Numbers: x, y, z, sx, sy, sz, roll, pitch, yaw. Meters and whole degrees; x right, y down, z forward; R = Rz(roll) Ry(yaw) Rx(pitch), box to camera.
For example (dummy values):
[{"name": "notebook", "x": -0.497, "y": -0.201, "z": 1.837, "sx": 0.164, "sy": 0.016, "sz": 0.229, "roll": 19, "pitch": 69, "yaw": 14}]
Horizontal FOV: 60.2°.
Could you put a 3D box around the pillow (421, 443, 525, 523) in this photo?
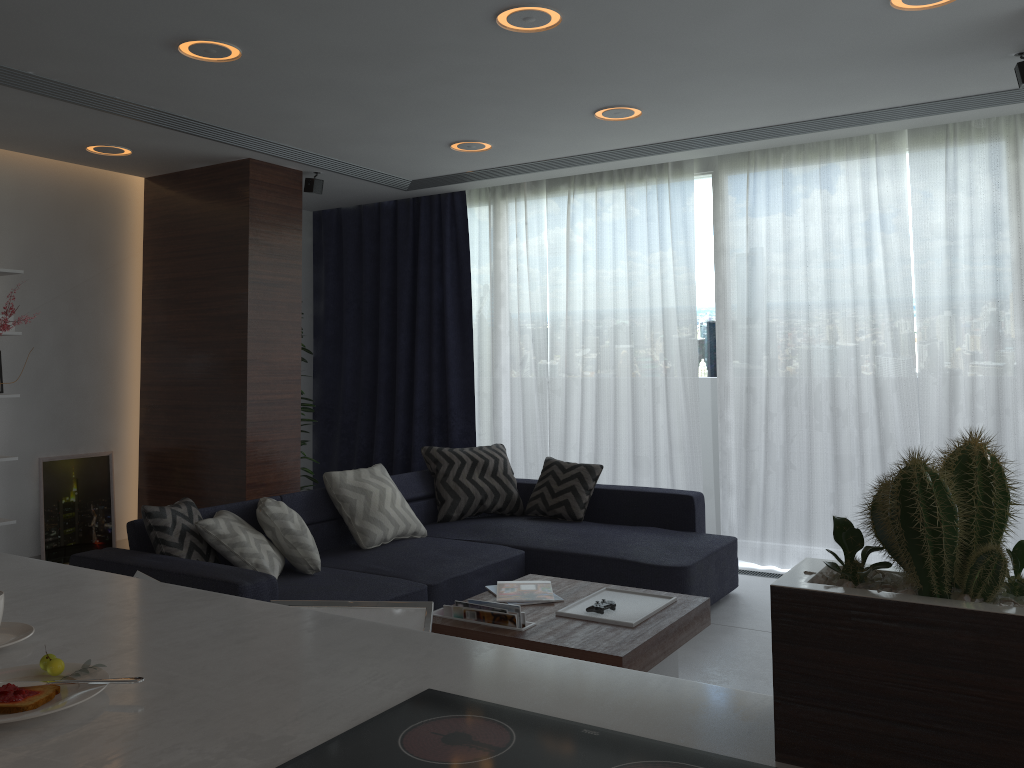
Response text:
[{"name": "pillow", "x": -0.240, "y": 0.646, "z": 5.486, "sx": 0.597, "sy": 0.521, "sz": 0.354, "roll": 0, "pitch": -2, "yaw": -28}]

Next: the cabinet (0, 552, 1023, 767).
[{"name": "cabinet", "x": -0.314, "y": -0.069, "z": 1.243, "sx": 3.330, "sy": 2.565, "sz": 0.783, "roll": -1, "pitch": -3, "yaw": 32}]

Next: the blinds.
[{"name": "blinds", "x": -0.162, "y": -0.220, "z": 3.375, "sx": 7.125, "sy": 2.785, "sz": 5.790, "roll": 0, "pitch": 0, "yaw": 35}]

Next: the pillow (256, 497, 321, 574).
[{"name": "pillow", "x": -1.035, "y": 0.691, "z": 4.085, "sx": 0.280, "sy": 0.353, "sz": 0.417, "roll": 0, "pitch": -1, "yaw": -15}]

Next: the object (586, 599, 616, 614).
[{"name": "object", "x": 0.326, "y": 0.803, "z": 3.201, "sx": 0.070, "sy": 0.036, "sz": 0.112, "roll": -1, "pitch": 0, "yaw": 45}]

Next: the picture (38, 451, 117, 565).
[{"name": "picture", "x": -2.767, "y": 0.803, "z": 5.644, "sx": 0.083, "sy": 0.702, "sz": 0.499, "roll": -3, "pitch": -3, "yaw": 32}]

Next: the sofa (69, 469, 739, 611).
[{"name": "sofa", "x": -0.219, "y": 0.848, "z": 4.254, "sx": 1.896, "sy": 0.611, "sz": 2.868, "roll": 0, "pitch": 1, "yaw": 32}]

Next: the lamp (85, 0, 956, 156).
[{"name": "lamp", "x": -1.621, "y": -1.291, "z": 0.829, "sx": 5.341, "sy": 0.085, "sz": 9.565, "roll": 0, "pitch": 1, "yaw": 18}]

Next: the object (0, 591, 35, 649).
[{"name": "object", "x": -0.917, "y": 0.406, "z": 1.507, "sx": 0.182, "sy": 0.087, "sz": 0.181, "roll": -1, "pitch": 0, "yaw": 8}]

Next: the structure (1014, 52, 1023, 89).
[{"name": "structure", "x": 2.218, "y": -1.347, "z": 3.780, "sx": 0.114, "sy": 0.143, "sz": 0.084, "roll": -1, "pitch": -3, "yaw": 22}]

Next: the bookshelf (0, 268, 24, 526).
[{"name": "bookshelf", "x": -3.262, "y": 0.263, "z": 4.665, "sx": 0.299, "sy": 1.829, "sz": 1.147, "roll": -3, "pitch": -3, "yaw": 32}]

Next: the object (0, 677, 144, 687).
[{"name": "object", "x": -0.657, "y": 0.432, "z": 1.278, "sx": 0.248, "sy": 0.008, "sz": 0.026, "roll": -1, "pitch": 1, "yaw": 1}]

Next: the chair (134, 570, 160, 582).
[{"name": "chair", "x": -1.009, "y": 0.846, "z": 1.981, "sx": 0.463, "sy": 0.712, "sz": 0.395, "roll": 2, "pitch": -4, "yaw": -41}]

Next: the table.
[{"name": "table", "x": 0.207, "y": 0.990, "z": 3.241, "sx": 0.804, "sy": 0.354, "sz": 0.799, "roll": 0, "pitch": 0, "yaw": 32}]

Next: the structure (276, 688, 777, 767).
[{"name": "structure", "x": 0.071, "y": 0.460, "z": 0.867, "sx": 0.763, "sy": 0.057, "sz": 0.503, "roll": 0, "pitch": 1, "yaw": 32}]

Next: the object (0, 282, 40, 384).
[{"name": "object", "x": -1.316, "y": 0.072, "z": 2.182, "sx": 0.198, "sy": 0.738, "sz": 0.386, "roll": -1, "pitch": -3, "yaw": 13}]

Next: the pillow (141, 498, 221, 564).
[{"name": "pillow", "x": -1.364, "y": 0.673, "z": 3.694, "sx": 0.221, "sy": 0.387, "sz": 0.414, "roll": -1, "pitch": -1, "yaw": 2}]

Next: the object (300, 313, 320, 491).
[{"name": "object", "x": -1.634, "y": 0.203, "z": 6.427, "sx": 0.503, "sy": 1.855, "sz": 0.480, "roll": -1, "pitch": -4, "yaw": 0}]

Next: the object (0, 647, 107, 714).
[{"name": "object", "x": -0.633, "y": 0.352, "z": 0.425, "sx": 0.140, "sy": 0.222, "sz": 1.873, "roll": 0, "pitch": 1, "yaw": -3}]

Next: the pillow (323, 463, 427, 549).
[{"name": "pillow", "x": -0.729, "y": 0.646, "z": 4.699, "sx": 0.342, "sy": 0.390, "sz": 0.494, "roll": -2, "pitch": -1, "yaw": 32}]

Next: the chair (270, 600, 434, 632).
[{"name": "chair", "x": -0.360, "y": 0.845, "z": 1.731, "sx": 0.396, "sy": 0.712, "sz": 0.462, "roll": -1, "pitch": -3, "yaw": 4}]

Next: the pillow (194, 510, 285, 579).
[{"name": "pillow", "x": -1.162, "y": 0.704, "z": 3.829, "sx": 0.330, "sy": 0.296, "sz": 0.414, "roll": 0, "pitch": -1, "yaw": -6}]

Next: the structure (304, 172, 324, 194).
[{"name": "structure", "x": -1.339, "y": -1.353, "z": 5.969, "sx": 0.114, "sy": 0.143, "sz": 0.084, "roll": -2, "pitch": -3, "yaw": 37}]

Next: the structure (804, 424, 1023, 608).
[{"name": "structure", "x": 0.797, "y": 0.118, "z": 0.876, "sx": 0.999, "sy": 0.287, "sz": 0.222, "roll": 0, "pitch": -2, "yaw": 34}]

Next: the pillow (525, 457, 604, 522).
[{"name": "pillow", "x": 0.309, "y": 0.633, "z": 5.332, "sx": 0.414, "sy": 0.346, "sz": 0.285, "roll": -1, "pitch": -2, "yaw": 37}]

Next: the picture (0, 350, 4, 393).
[{"name": "picture", "x": -3.097, "y": -0.071, "z": 5.201, "sx": 0.059, "sy": 0.257, "sz": 0.181, "roll": -3, "pitch": -3, "yaw": 32}]

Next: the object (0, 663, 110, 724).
[{"name": "object", "x": -0.699, "y": 0.443, "z": 1.249, "sx": 0.238, "sy": 0.019, "sz": 0.238, "roll": 0, "pitch": 1, "yaw": 4}]
